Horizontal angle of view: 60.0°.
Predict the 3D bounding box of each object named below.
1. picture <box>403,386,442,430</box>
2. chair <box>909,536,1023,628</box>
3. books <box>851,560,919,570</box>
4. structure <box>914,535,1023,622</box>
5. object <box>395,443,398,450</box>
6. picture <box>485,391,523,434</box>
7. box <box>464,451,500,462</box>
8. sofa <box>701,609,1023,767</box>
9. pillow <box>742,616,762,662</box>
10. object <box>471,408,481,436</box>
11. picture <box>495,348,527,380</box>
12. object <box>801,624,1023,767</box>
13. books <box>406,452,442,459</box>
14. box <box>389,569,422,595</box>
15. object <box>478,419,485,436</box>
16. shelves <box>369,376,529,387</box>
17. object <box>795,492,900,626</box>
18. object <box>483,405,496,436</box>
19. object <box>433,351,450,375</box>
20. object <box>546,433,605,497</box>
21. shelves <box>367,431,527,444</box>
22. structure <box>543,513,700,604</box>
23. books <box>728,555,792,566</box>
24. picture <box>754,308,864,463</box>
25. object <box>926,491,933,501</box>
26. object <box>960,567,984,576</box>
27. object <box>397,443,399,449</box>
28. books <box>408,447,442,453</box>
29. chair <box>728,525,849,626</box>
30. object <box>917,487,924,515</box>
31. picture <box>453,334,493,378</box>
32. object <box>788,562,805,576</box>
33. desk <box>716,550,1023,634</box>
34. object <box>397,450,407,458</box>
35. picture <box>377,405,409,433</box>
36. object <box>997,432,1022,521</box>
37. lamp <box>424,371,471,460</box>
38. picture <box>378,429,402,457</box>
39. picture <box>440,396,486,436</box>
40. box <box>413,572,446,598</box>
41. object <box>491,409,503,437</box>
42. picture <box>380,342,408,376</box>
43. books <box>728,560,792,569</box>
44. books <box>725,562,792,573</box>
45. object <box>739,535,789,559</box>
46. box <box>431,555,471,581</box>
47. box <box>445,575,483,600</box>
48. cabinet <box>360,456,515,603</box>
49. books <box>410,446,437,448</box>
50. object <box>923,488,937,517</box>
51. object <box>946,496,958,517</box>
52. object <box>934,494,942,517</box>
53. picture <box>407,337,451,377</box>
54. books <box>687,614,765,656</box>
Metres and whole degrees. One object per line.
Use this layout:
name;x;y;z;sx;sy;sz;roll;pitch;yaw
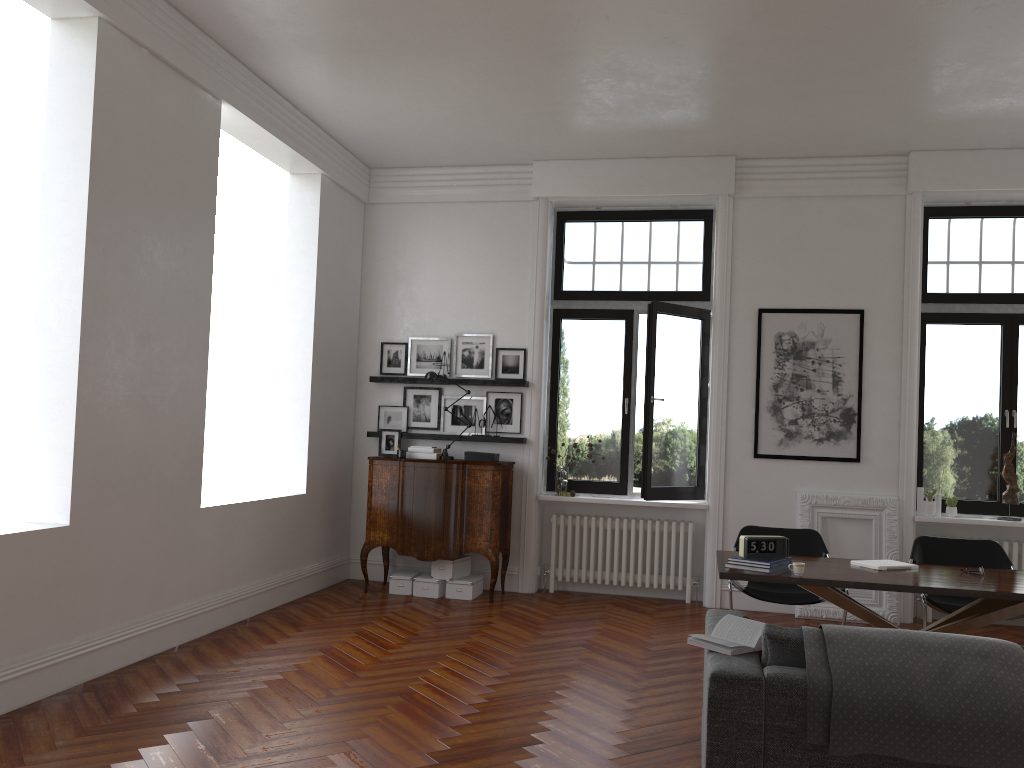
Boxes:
picture;-0.860;0.232;8.447;0.373;0.406;0.020;2;-2;12
chair;2.993;1.479;5.794;0.752;0.872;0.746;2;-2;12
books;2.268;1.101;5.398;0.326;0.026;0.231;4;-3;-23
structure;4.210;1.725;7.560;1.453;0.778;0.225;2;-2;12
object;-1.021;0.586;7.924;0.050;0.119;0.010;2;-2;15
picture;-0.079;0.267;8.282;0.343;0.384;0.020;2;-2;12
box;-0.272;0.662;8.066;0.282;0.086;0.209;2;-3;12
sofa;2.113;1.383;3.514;2.644;0.828;1.263;2;-3;12
pillow;1.190;1.156;3.651;0.330;0.396;0.470;4;-3;-41
object;-0.340;0.356;8.271;0.124;0.260;0.040;2;-2;12
picture;-0.014;-0.183;8.284;0.289;0.303;0.020;2;-2;12
object;1.435;1.098;3.173;0.752;0.387;0.400;2;-3;12
books;-0.799;0.655;8.095;0.294;0.057;0.230;2;-3;12
box;-0.965;1.806;8.050;0.209;0.176;0.394;2;-3;7
object;-0.280;0.406;8.229;0.066;0.160;0.040;2;-2;12
shelves;-0.598;-0.021;8.332;1.514;0.055;0.158;2;-3;12
object;2.843;1.473;7.523;0.830;1.061;0.234;2;-2;12
object;-0.211;0.341;8.253;0.118;0.298;0.040;2;-2;12
object;-0.664;-0.179;8.363;0.174;0.260;0.040;2;-2;12
object;0.609;0.752;8.294;0.542;0.599;0.317;3;-2;-17
shelves;-0.619;0.501;8.315;1.514;0.055;0.156;2;-3;12
structure;1.012;1.633;8.246;1.453;0.778;0.225;2;-2;12
books;1.434;1.010;5.120;0.250;0.017;0.344;0;-4;37
picture;2.586;0.005;7.735;0.882;1.322;0.035;2;-2;12
object;3.589;1.027;7.630;0.051;0.213;0.051;4;-3;-43
object;2.741;1.097;5.233;0.114;0.047;0.133;4;-3;-25
object;-1.010;0.595;7.946;0.046;0.139;0.010;2;-2;9
books;-0.795;0.605;8.101;0.239;0.044;0.255;2;-3;12
chair;1.843;1.446;6.041;0.752;0.872;0.746;2;-2;12
object;3.529;1.014;7.663;0.051;0.238;0.051;4;-3;-43
picture;-0.368;-0.266;8.363;0.369;0.408;0.020;2;-2;12
object;1.575;1.022;4.899;0.082;0.065;0.064;1;-3;33
desk;2.319;1.473;5.123;2.226;0.751;1.031;2;-3;12
object;-0.986;0.628;7.924;0.091;0.077;0.091;3;-3;-15
picture;-1.137;0.336;8.477;0.299;0.253;0.020;2;-2;12
object;4.199;0.777;7.473;0.143;0.753;0.165;4;-2;-36
lamp;-0.595;0.295;8.137;0.491;0.802;0.174;3;-2;-23
picture;-1.148;0.552;8.335;0.213;0.257;0.020;2;-2;12
picture;-0.457;0.300;8.359;0.433;0.365;0.020;2;-2;12
box;-0.699;1.812;7.962;0.245;0.176;0.394;1;-3;17
object;-0.138;0.363;8.265;0.110;0.262;0.040;2;-2;12
picture;-1.137;-0.242;8.526;0.267;0.315;0.020;2;-2;12
books;1.433;1.027;5.119;0.250;0.017;0.344;0;-4;37
books;1.427;1.049;5.133;0.264;0.027;0.348;0;-4;37
object;1.450;0.939;5.093;0.275;0.125;0.082;3;-2;-14
box;-0.544;1.643;7.967;0.209;0.176;0.394;1;-3;22
box;-0.423;1.821;7.934;0.245;0.176;0.394;2;-3;12
cabinet;-0.667;1.289;7.990;1.266;1.217;0.641;2;-2;12
books;-0.802;0.575;8.082;0.200;0.014;0.179;2;-3;12
object;3.557;1.006;7.549;0.102;0.244;0.098;3;-2;-10
object;3.779;1.047;7.614;0.097;0.185;0.099;1;-3;35
object;3.648;1.040;7.593;0.051;0.188;0.051;4;-3;-43
picture;-0.789;-0.258;8.453;0.415;0.367;0.020;2;-2;12
books;0.885;1.005;3.567;0.279;0.096;0.225;5;-4;-36
